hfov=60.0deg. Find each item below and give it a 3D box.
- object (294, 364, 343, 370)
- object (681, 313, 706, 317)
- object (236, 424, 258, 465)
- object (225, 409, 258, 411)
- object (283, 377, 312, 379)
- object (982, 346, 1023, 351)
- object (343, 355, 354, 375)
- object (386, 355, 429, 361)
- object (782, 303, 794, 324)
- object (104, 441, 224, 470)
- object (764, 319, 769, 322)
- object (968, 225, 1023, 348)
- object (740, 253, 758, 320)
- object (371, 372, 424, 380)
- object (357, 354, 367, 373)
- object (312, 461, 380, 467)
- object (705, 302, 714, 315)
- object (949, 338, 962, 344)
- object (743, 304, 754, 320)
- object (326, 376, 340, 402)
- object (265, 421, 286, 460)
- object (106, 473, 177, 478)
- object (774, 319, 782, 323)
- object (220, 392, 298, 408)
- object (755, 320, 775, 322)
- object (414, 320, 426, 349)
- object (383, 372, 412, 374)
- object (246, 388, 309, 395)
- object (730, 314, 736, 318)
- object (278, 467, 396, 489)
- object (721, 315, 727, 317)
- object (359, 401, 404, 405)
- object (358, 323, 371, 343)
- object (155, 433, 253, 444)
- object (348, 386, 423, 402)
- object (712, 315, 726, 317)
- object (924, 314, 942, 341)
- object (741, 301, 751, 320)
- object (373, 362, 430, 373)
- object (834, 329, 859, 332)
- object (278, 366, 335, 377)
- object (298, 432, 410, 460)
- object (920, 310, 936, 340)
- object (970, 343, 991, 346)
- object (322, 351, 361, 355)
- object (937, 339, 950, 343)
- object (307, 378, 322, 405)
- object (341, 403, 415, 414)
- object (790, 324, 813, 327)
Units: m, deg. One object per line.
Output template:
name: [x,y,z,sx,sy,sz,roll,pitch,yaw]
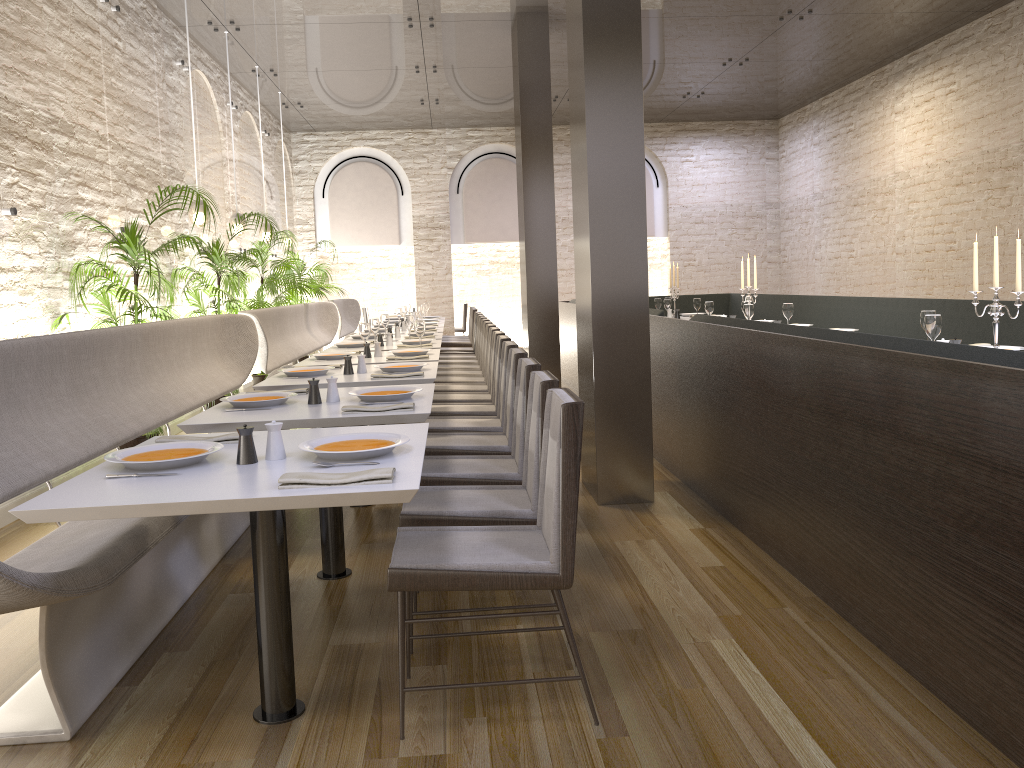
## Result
object: [-1.172,-0.099,5.371,0.273,0.033,0.143,-3,6,-4]
object: [2.143,-0.818,10.502,0.322,0.036,0.322,4,9,44]
object: [-0.746,0.167,2.485,0.059,0.109,0.059,-3,5,-12]
object: [-1.071,0.102,3.602,0.185,0.010,0.017,-3,6,-4]
object: [-1.158,-0.036,4.847,0.185,0.010,0.017,-3,6,-4]
object: [2.548,-0.174,4.705,0.321,0.036,0.323,0,7,16]
object: [-0.920,-0.110,4.975,0.059,0.109,0.059,-3,5,-12]
object: [-0.685,-0.170,5.833,0.273,0.033,0.143,-3,6,-4]
object: [2.195,-0.525,7.039,0.086,0.230,0.086,1,6,38]
object: [-0.992,0.210,2.539,0.322,0.036,0.322,-5,7,-26]
object: [1.950,-0.435,6.829,0.069,0.126,0.069,-1,5,19]
object: [2.266,-0.413,4.147,0.131,0.655,0.391,-2,5,7]
object: [2.026,-0.794,7.576,0.131,0.655,0.391,-2,5,7]
object: [-0.607,-0.045,4.705,0.273,0.033,0.143,-3,6,-4]
object: [-0.853,-0.118,5.025,0.059,0.109,0.059,-3,5,-12]
object: [-0.448,0.213,2.391,0.181,0.015,0.038,-2,6,-2]
object: [1.850,-0.655,8.301,0.086,0.230,0.087,-2,4,8]
object: [2.202,-0.168,4.399,0.069,0.126,0.069,-3,5,-10]
object: [1.927,-0.534,7.207,0.086,0.230,0.087,-3,4,-4]
object: [-0.766,0.020,3.780,0.059,0.109,0.059,-3,5,-12]
object: [-0.679,0.159,2.535,0.059,0.109,0.059,-3,5,-12]
object: [-0.983,0.241,2.356,0.185,0.010,0.017,-3,6,-4]
object: [2.035,-0.433,6.785,0.069,0.126,0.069,0,5,28]
object: [-1.079,0.071,3.784,0.322,0.036,0.322,-5,7,-26]
object: [2.299,-0.571,8.276,0.322,0.036,0.322,-3,7,-8]
object: [-0.668,-0.347,6.449,0.086,0.230,0.086,1,6,38]
object: [-0.622,-0.063,4.881,0.181,0.015,0.038,-2,6,-2]
object: [-1.085,0.040,4.126,0.273,0.033,0.143,-3,6,-4]
object: [1.974,-0.559,7.915,0.069,0.126,0.069,-3,5,-10]
object: [-0.432,0.232,2.215,0.273,0.033,0.143,-3,6,-4]
object: [1.892,-0.556,7.912,0.069,0.126,0.069,-3,5,-10]
object: [-0.535,0.075,3.636,0.181,0.015,0.038,-2,6,-2]
object: [-1.047,-0.318,6.320,0.086,0.230,0.086,1,6,38]
object: [-0.998,0.178,2.881,0.273,0.033,0.143,-3,6,-4]
object: [-0.543,0.047,3.818,0.322,0.036,0.322,-5,7,-26]
object: [2.195,-0.735,9.759,0.322,0.036,0.322,-6,7,-28]
object: [2.157,-0.239,4.539,0.086,0.230,0.087,-2,4,8]
object: [2.126,-0.635,8.032,0.086,0.230,0.087,-2,4,8]
object: [-0.630,-0.092,5.063,0.322,0.036,0.322,-5,7,-26]
object: [2.416,-0.385,6.606,0.322,0.036,0.322,-6,7,-28]
object: [-1.166,-0.067,5.029,0.322,0.036,0.322,-5,7,-26]
object: [-0.456,0.185,2.573,0.322,0.036,0.322,-5,7,-26]
object: [2.339,-0.296,4.977,0.086,0.230,0.087,-2,4,8]
object: [2.552,-0.211,5.040,0.273,0.033,0.143,-3,6,-4]
object: [-1.251,-0.224,6.498,0.273,0.033,0.143,-3,6,-4]
object: [2.126,-0.162,4.370,0.069,0.126,0.069,-3,5,-10]
object: [-0.833,0.029,3.730,0.059,0.109,0.059,-3,5,-12]
object: [-0.520,0.094,3.460,0.273,0.033,0.143,-3,6,-4]
object: [2.358,-0.476,7.429,0.321,0.036,0.323,0,7,16]
